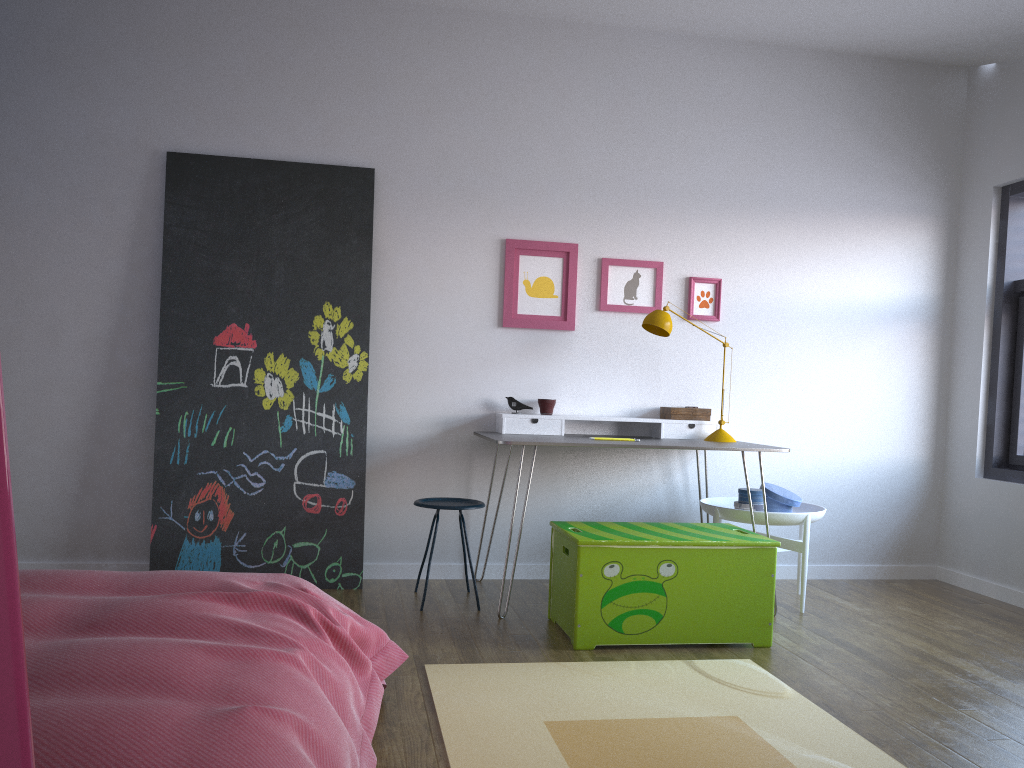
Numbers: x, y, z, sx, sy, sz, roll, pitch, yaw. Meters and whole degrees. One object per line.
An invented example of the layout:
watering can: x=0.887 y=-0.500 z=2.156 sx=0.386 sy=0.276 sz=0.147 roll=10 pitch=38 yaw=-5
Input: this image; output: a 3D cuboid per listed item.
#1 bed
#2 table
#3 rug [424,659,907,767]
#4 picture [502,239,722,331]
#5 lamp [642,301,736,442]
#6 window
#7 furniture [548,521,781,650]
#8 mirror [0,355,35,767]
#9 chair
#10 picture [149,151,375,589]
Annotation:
bed: x=-1.309 y=0.521 z=1.648 sx=2.318 sy=0.813 sz=1.923 roll=2 pitch=0 yaw=-10
table: x=0.511 y=0.642 z=4.198 sx=1.335 sy=0.760 sz=0.806 roll=2 pitch=1 yaw=-10
rug: x=0.482 y=0.994 z=2.085 sx=1.200 sy=0.006 sz=2.197 roll=2 pitch=-1 yaw=-10
picture: x=0.528 y=-0.484 z=4.548 sx=1.153 sy=0.441 sz=0.027 roll=2 pitch=3 yaw=-10
lamp: x=0.871 y=-0.056 z=4.302 sx=0.558 sy=0.667 sz=0.161 roll=2 pitch=2 yaw=-26
window: x=3.049 y=1.186 z=2.408 sx=0.295 sy=4.567 sz=4.953 roll=2 pitch=1 yaw=-10
furniture: x=0.592 y=0.805 z=3.598 sx=0.813 sy=0.420 sz=0.480 roll=2 pitch=1 yaw=-10
mirror: x=-0.280 y=0.210 z=0.239 sx=0.609 sy=1.492 sz=0.416 roll=4 pitch=3 yaw=31
chair: x=-0.290 y=0.761 z=4.007 sx=0.325 sy=0.463 sz=0.363 roll=2 pitch=1 yaw=-10
picture: x=-1.156 y=-0.053 z=4.153 sx=0.958 sy=2.023 sz=0.207 roll=2 pitch=3 yaw=-10
